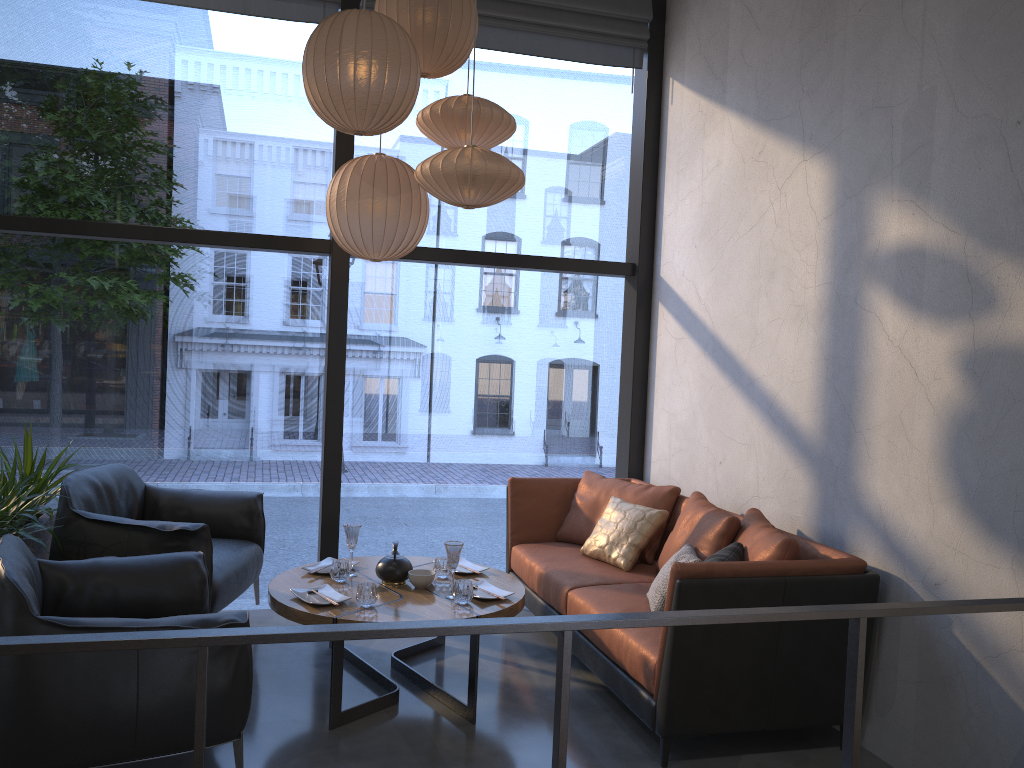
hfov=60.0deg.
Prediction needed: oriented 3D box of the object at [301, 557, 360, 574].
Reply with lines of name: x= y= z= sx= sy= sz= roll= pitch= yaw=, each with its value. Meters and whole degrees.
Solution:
object: x=-0.835 y=0.834 z=4.018 sx=0.170 sy=0.025 sz=0.294 roll=3 pitch=2 yaw=20

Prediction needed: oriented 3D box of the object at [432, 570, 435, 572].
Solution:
object: x=-0.379 y=0.848 z=3.913 sx=0.080 sy=0.042 sz=0.080 roll=4 pitch=2 yaw=37

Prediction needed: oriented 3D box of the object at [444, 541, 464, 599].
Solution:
object: x=-0.244 y=0.768 z=3.664 sx=0.082 sy=0.227 sz=0.082 roll=3 pitch=2 yaw=27

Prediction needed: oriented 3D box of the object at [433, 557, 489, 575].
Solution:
object: x=-0.226 y=0.857 z=4.132 sx=0.170 sy=0.025 sz=0.294 roll=1 pitch=2 yaw=-35

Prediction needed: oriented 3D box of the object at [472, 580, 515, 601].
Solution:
object: x=-0.109 y=0.875 z=3.720 sx=0.170 sy=0.025 sz=0.294 roll=1 pitch=2 yaw=-35

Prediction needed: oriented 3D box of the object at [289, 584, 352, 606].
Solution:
object: x=-0.755 y=0.851 z=3.536 sx=0.170 sy=0.025 sz=0.294 roll=1 pitch=2 yaw=-35

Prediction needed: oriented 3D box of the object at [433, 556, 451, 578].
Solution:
object: x=-0.310 y=0.827 z=3.993 sx=0.086 sy=0.086 sz=0.086 roll=2 pitch=2 yaw=-12

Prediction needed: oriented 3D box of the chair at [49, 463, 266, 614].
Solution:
chair: x=-1.675 y=0.781 z=4.227 sx=0.833 sy=0.743 sz=1.030 roll=3 pitch=2 yaw=-2

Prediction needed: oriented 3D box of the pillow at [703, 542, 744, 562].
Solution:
pillow: x=0.744 y=0.801 z=3.412 sx=0.242 sy=0.345 sz=0.418 roll=3 pitch=2 yaw=25

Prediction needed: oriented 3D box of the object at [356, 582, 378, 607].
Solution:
object: x=-0.571 y=0.830 z=3.491 sx=0.086 sy=0.086 sz=0.086 roll=2 pitch=2 yaw=-12

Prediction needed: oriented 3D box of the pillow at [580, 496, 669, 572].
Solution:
pillow: x=0.567 y=0.764 z=4.585 sx=0.289 sy=0.311 sz=0.393 roll=1 pitch=2 yaw=-35

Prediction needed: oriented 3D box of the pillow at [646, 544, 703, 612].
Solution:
pillow: x=0.675 y=0.822 z=3.688 sx=0.203 sy=0.263 sz=0.332 roll=3 pitch=2 yaw=4

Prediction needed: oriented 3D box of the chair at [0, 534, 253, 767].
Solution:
chair: x=-1.365 y=0.907 z=3.046 sx=0.833 sy=0.743 sz=1.030 roll=2 pitch=2 yaw=-30

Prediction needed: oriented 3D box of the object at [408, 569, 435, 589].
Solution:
object: x=-0.388 y=0.840 z=3.803 sx=0.116 sy=0.065 sz=0.116 roll=3 pitch=2 yaw=14

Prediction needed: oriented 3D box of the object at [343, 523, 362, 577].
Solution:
object: x=-0.715 y=0.739 z=3.949 sx=0.082 sy=0.227 sz=0.082 roll=1 pitch=2 yaw=-34

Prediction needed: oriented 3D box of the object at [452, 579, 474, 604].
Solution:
object: x=-0.198 y=0.843 z=3.596 sx=0.086 sy=0.086 sz=0.086 roll=2 pitch=2 yaw=-12

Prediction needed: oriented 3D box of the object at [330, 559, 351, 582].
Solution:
object: x=-0.745 y=0.812 z=3.849 sx=0.086 sy=0.086 sz=0.086 roll=3 pitch=2 yaw=22

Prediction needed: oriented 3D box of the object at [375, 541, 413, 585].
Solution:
object: x=-0.514 y=0.775 z=3.874 sx=0.168 sy=0.179 sz=0.163 roll=4 pitch=2 yaw=40
